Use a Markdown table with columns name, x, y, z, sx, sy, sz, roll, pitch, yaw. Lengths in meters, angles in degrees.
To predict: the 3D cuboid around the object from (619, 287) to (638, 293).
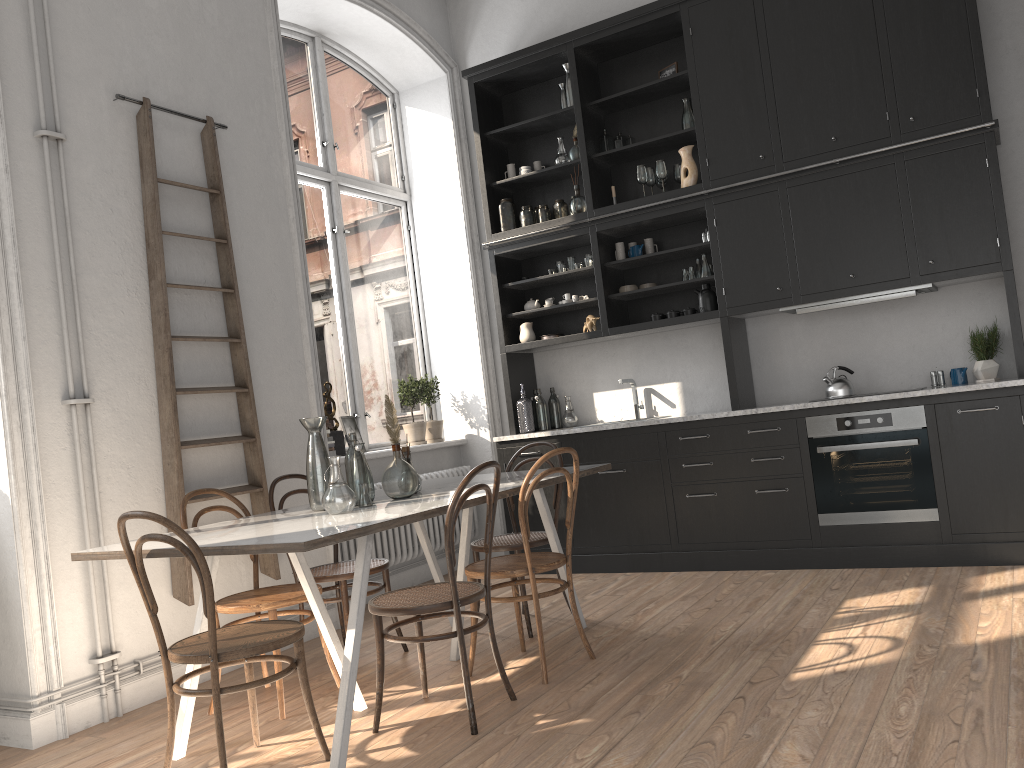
| name | x | y | z | sx | sy | sz | roll | pitch | yaw |
| --- | --- | --- | --- | --- | --- | --- | --- | --- | --- |
| object | -0.999 | 0.411 | 3.837 | 0.792 | 1.842 | 5.825 | -8 | -3 | 35 |

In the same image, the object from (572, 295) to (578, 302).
| name | x | y | z | sx | sy | sz | roll | pitch | yaw |
| --- | --- | --- | --- | --- | --- | --- | --- | --- | --- |
| object | 0.436 | -0.588 | 6.173 | 0.049 | 0.054 | 0.039 | -6 | -2 | -34 |

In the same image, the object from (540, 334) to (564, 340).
| name | x | y | z | sx | sy | sz | roll | pitch | yaw |
| --- | --- | --- | --- | --- | --- | --- | --- | --- | --- |
| object | 0.285 | -0.326 | 6.308 | 0.180 | 0.037 | 0.180 | -7 | -2 | 15 |

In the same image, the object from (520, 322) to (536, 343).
| name | x | y | z | sx | sy | sz | roll | pitch | yaw |
| --- | --- | --- | --- | --- | --- | --- | --- | --- | --- |
| object | 0.108 | -0.359 | 6.327 | 0.115 | 0.144 | 0.127 | -7 | -2 | 9 |

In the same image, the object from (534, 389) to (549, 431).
| name | x | y | z | sx | sy | sz | roll | pitch | yaw |
| --- | --- | --- | --- | --- | --- | --- | --- | --- | --- |
| object | 0.207 | 0.183 | 6.327 | 0.086 | 0.301 | 0.086 | -7 | -2 | 16 |

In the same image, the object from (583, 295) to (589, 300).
| name | x | y | z | sx | sy | sz | roll | pitch | yaw |
| --- | --- | --- | --- | --- | --- | --- | --- | --- | --- |
| object | 0.515 | -0.600 | 6.186 | 0.048 | 0.041 | 0.058 | -7 | -2 | 8 |

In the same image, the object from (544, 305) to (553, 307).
| name | x | y | z | sx | sy | sz | roll | pitch | yaw |
| --- | --- | --- | --- | --- | --- | --- | --- | --- | --- |
| object | 0.270 | -0.549 | 6.304 | 0.085 | 0.015 | 0.085 | -9 | -3 | 43 |

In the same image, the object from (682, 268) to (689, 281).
| name | x | y | z | sx | sy | sz | roll | pitch | yaw |
| --- | --- | --- | --- | --- | --- | --- | --- | --- | --- |
| object | 1.136 | -0.707 | 5.811 | 0.058 | 0.094 | 0.058 | -6 | -2 | -21 |

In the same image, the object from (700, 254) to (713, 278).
| name | x | y | z | sx | sy | sz | roll | pitch | yaw |
| --- | --- | --- | --- | --- | --- | --- | --- | --- | --- |
| object | 1.243 | -0.756 | 5.700 | 0.083 | 0.158 | 0.083 | -7 | -2 | 14 |

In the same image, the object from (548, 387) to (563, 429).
| name | x | y | z | sx | sy | sz | roll | pitch | yaw |
| --- | --- | --- | --- | --- | --- | --- | --- | --- | --- |
| object | 0.310 | 0.175 | 6.452 | 0.086 | 0.301 | 0.086 | -6 | -2 | -14 |

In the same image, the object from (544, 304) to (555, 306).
| name | x | y | z | sx | sy | sz | roll | pitch | yaw |
| --- | --- | --- | --- | --- | --- | --- | --- | --- | --- |
| object | 0.268 | -0.556 | 6.306 | 0.085 | 0.017 | 0.085 | -8 | -2 | 25 |

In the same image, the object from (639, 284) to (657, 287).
| name | x | y | z | sx | sy | sz | roll | pitch | yaw |
| --- | --- | --- | --- | --- | --- | --- | --- | --- | --- |
| object | 0.927 | -0.652 | 6.033 | 0.124 | 0.036 | 0.123 | -8 | -2 | 17 |

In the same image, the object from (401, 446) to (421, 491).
| name | x | y | z | sx | sy | sz | roll | pitch | yaw |
| --- | --- | --- | --- | --- | --- | --- | --- | --- | --- |
| object | -0.480 | 0.394 | 4.097 | 0.101 | 0.211 | 0.101 | -6 | -2 | -21 |

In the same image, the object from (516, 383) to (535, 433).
| name | x | y | z | sx | sy | sz | roll | pitch | yaw |
| --- | --- | --- | --- | --- | --- | --- | --- | --- | --- |
| object | 0.089 | 0.168 | 6.257 | 0.109 | 0.349 | 0.109 | -7 | -2 | 11 |

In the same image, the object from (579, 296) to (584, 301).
| name | x | y | z | sx | sy | sz | roll | pitch | yaw |
| --- | --- | --- | --- | --- | --- | --- | --- | --- | --- |
| object | 0.489 | -0.592 | 6.191 | 0.049 | 0.041 | 0.056 | -7 | -2 | 3 |

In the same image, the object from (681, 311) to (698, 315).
| name | x | y | z | sx | sy | sz | roll | pitch | yaw |
| --- | --- | --- | --- | --- | --- | --- | --- | --- | --- |
| object | 1.170 | -0.463 | 5.848 | 0.104 | 0.059 | 0.088 | -7 | -2 | -6 |

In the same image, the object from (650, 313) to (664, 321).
| name | x | y | z | sx | sy | sz | roll | pitch | yaw |
| --- | --- | --- | --- | --- | --- | --- | --- | --- | --- |
| object | 0.953 | -0.439 | 5.818 | 0.104 | 0.059 | 0.088 | -8 | -2 | 18 |

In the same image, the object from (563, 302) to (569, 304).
| name | x | y | z | sx | sy | sz | roll | pitch | yaw |
| --- | --- | --- | --- | --- | --- | --- | --- | --- | --- |
| object | 0.398 | -0.561 | 6.219 | 0.085 | 0.015 | 0.085 | -8 | -2 | 16 |

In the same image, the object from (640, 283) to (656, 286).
| name | x | y | z | sx | sy | sz | roll | pitch | yaw |
| --- | --- | --- | --- | --- | --- | --- | --- | --- | --- |
| object | 0.926 | -0.660 | 6.033 | 0.112 | 0.036 | 0.112 | -6 | -2 | -18 |

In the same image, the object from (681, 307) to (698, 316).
| name | x | y | z | sx | sy | sz | roll | pitch | yaw |
| --- | --- | --- | --- | --- | --- | --- | --- | --- | --- |
| object | 1.143 | -0.465 | 5.724 | 0.088 | 0.059 | 0.104 | -9 | -3 | 38 |

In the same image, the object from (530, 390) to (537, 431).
| name | x | y | z | sx | sy | sz | roll | pitch | yaw |
| --- | --- | --- | --- | --- | --- | --- | --- | --- | --- |
| object | 0.187 | 0.190 | 6.449 | 0.086 | 0.301 | 0.086 | -9 | -3 | 44 |

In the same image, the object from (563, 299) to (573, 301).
| name | x | y | z | sx | sy | sz | roll | pitch | yaw |
| --- | --- | --- | --- | --- | --- | --- | --- | --- | --- |
| object | 0.394 | -0.581 | 6.221 | 0.085 | 0.016 | 0.085 | -6 | -2 | -19 |

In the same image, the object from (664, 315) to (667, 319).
| name | x | y | z | sx | sy | sz | roll | pitch | yaw |
| --- | --- | --- | --- | --- | --- | --- | --- | --- | --- |
| object | 0.995 | -0.438 | 5.949 | 0.088 | 0.059 | 0.104 | -8 | -2 | 28 |

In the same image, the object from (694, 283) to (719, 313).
| name | x | y | z | sx | sy | sz | roll | pitch | yaw |
| --- | --- | --- | --- | --- | --- | --- | --- | --- | --- |
| object | 1.256 | -0.547 | 5.682 | 0.124 | 0.191 | 0.129 | -6 | -2 | -32 |

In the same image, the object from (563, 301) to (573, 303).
| name | x | y | z | sx | sy | sz | roll | pitch | yaw |
| --- | --- | --- | --- | --- | --- | --- | --- | --- | --- |
| object | 0.397 | -0.568 | 6.220 | 0.085 | 0.015 | 0.085 | -8 | -2 | 16 |

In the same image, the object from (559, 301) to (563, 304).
| name | x | y | z | sx | sy | sz | roll | pitch | yaw |
| --- | --- | --- | --- | --- | --- | --- | --- | --- | --- |
| object | 0.361 | -0.569 | 6.302 | 0.055 | 0.033 | 0.058 | -5 | -3 | -43 |

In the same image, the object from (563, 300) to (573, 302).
| name | x | y | z | sx | sy | sz | roll | pitch | yaw |
| --- | --- | --- | --- | --- | --- | --- | --- | --- | --- |
| object | 0.397 | -0.575 | 6.219 | 0.085 | 0.016 | 0.085 | -6 | -3 | -29 |

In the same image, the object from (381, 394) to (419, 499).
| name | x | y | z | sx | sy | sz | roll | pitch | yaw |
| --- | --- | --- | --- | --- | --- | --- | --- | --- | --- |
| object | -0.496 | 0.266 | 3.791 | 0.156 | 0.446 | 0.157 | -5 | -2 | -42 |

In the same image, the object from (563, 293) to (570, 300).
| name | x | y | z | sx | sy | sz | roll | pitch | yaw |
| --- | --- | --- | --- | --- | --- | --- | --- | --- | --- |
| object | 0.388 | -0.605 | 6.225 | 0.039 | 0.055 | 0.049 | -5 | -3 | -40 |

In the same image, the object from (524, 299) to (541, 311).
| name | x | y | z | sx | sy | sz | roll | pitch | yaw |
| --- | --- | --- | --- | --- | --- | --- | --- | --- | --- |
| object | 0.144 | -0.566 | 6.409 | 0.125 | 0.100 | 0.140 | -7 | -2 | 11 |

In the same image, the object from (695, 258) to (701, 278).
| name | x | y | z | sx | sy | sz | roll | pitch | yaw |
| --- | --- | --- | --- | --- | --- | --- | --- | --- | --- |
| object | 1.234 | -0.750 | 5.841 | 0.083 | 0.158 | 0.083 | -8 | -2 | 41 |

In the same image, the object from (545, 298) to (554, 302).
| name | x | y | z | sx | sy | sz | roll | pitch | yaw |
| --- | --- | --- | --- | --- | --- | --- | --- | --- | --- |
| object | 0.264 | -0.590 | 6.306 | 0.055 | 0.047 | 0.058 | -5 | -3 | -45 |

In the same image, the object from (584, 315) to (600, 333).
| name | x | y | z | sx | sy | sz | roll | pitch | yaw |
| --- | --- | --- | --- | --- | --- | --- | --- | --- | --- |
| object | 0.541 | -0.412 | 6.058 | 0.069 | 0.123 | 0.173 | -6 | -2 | -28 |

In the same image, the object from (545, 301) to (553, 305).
| name | x | y | z | sx | sy | sz | roll | pitch | yaw |
| --- | --- | --- | --- | --- | --- | --- | --- | --- | --- |
| object | 0.266 | -0.570 | 6.305 | 0.056 | 0.033 | 0.058 | -7 | -2 | 5 |

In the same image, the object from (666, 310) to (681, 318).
| name | x | y | z | sx | sy | sz | roll | pitch | yaw |
| --- | --- | --- | --- | --- | --- | --- | --- | --- | --- |
| object | 1.046 | -0.452 | 5.755 | 0.104 | 0.059 | 0.088 | -7 | -2 | 8 |

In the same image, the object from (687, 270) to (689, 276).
| name | x | y | z | sx | sy | sz | roll | pitch | yaw |
| --- | --- | --- | --- | --- | --- | --- | --- | --- | --- |
| object | 1.175 | -0.708 | 5.906 | 0.058 | 0.094 | 0.058 | -7 | -2 | 7 |

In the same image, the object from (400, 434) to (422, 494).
| name | x | y | z | sx | sy | sz | roll | pitch | yaw |
| --- | --- | --- | --- | --- | --- | --- | --- | --- | --- |
| object | -0.469 | 0.353 | 3.973 | 0.107 | 0.283 | 0.107 | -8 | -2 | 25 |

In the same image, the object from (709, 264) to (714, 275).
| name | x | y | z | sx | sy | sz | roll | pitch | yaw |
| --- | --- | --- | --- | --- | --- | --- | --- | --- | --- |
| object | 1.309 | -0.733 | 5.828 | 0.067 | 0.108 | 0.067 | -8 | -2 | 18 |

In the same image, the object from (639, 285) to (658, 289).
| name | x | y | z | sx | sy | sz | roll | pitch | yaw |
| --- | --- | --- | --- | --- | --- | --- | --- | --- | --- |
| object | 0.928 | -0.644 | 6.033 | 0.132 | 0.038 | 0.132 | -6 | -2 | -13 |

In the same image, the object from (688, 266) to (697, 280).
| name | x | y | z | sx | sy | sz | roll | pitch | yaw |
| --- | --- | --- | --- | --- | --- | --- | --- | --- | --- |
| object | 1.165 | -0.713 | 5.745 | 0.058 | 0.094 | 0.058 | -6 | -2 | -21 |
